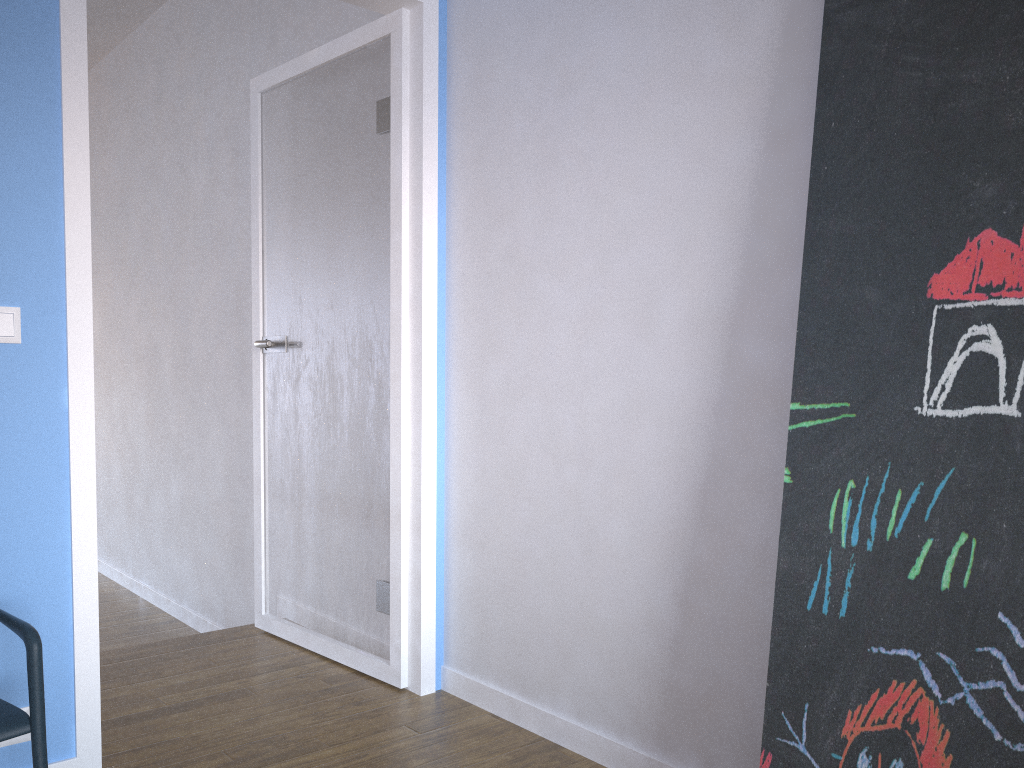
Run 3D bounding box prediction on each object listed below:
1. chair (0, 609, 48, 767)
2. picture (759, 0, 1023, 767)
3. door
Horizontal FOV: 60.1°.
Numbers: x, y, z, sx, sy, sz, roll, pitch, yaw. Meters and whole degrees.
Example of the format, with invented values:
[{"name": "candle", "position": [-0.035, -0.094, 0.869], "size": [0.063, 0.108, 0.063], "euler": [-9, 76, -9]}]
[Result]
[{"name": "chair", "position": [-1.188, 0.625, 1.638], "size": [0.512, 0.676, 0.416], "euler": [-2, 4, -44]}, {"name": "picture", "position": [0.841, -0.020, 1.301], "size": [0.207, 2.025, 0.956], "euler": [-3, 4, -40]}, {"name": "door", "position": [-0.944, -0.112, 2.733], "size": [1.032, 2.135, 0.996], "euler": [-2, 4, -40]}]
